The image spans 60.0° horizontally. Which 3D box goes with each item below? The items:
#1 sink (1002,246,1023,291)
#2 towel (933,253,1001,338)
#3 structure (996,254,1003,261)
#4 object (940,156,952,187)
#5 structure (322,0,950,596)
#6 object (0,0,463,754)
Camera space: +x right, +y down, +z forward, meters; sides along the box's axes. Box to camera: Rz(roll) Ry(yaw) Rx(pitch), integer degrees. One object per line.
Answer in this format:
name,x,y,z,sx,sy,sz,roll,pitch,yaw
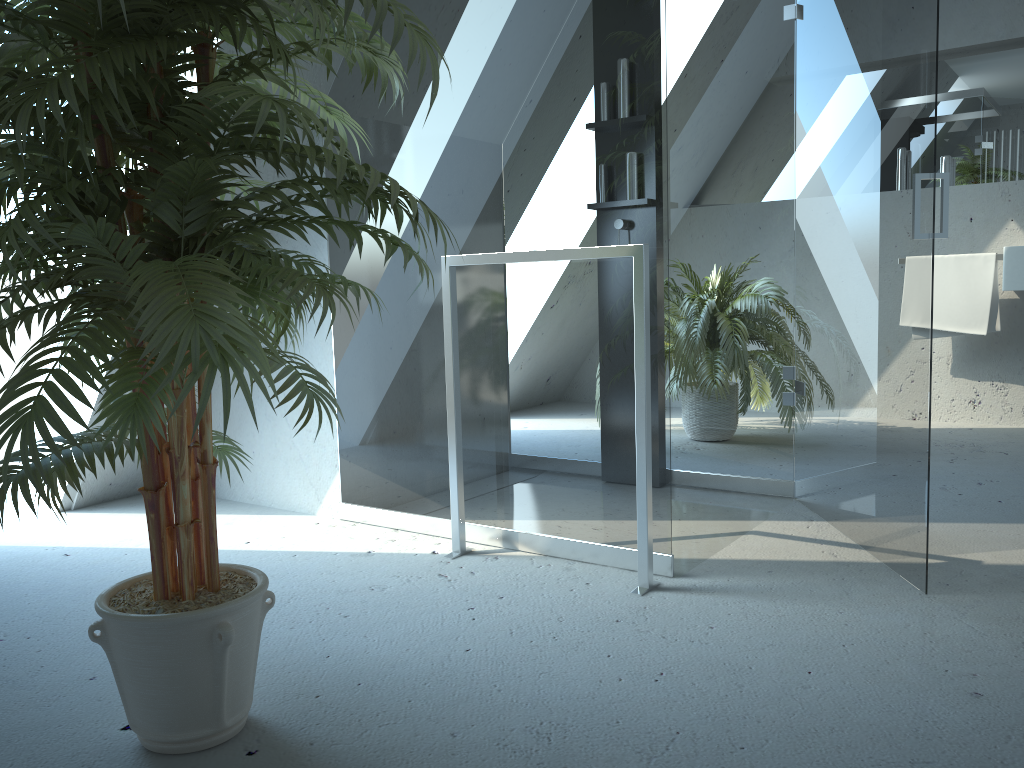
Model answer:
sink,2.726,-0.520,4.061,0.800,0.526,0.429,3,7,35
towel,2.194,-0.433,4.444,0.455,0.429,0.063,3,7,36
structure,2.240,-0.632,4.497,0.480,0.030,0.206,3,7,35
object,2.256,-1.104,4.614,0.052,0.160,0.052,0,6,20
structure,0.376,-0.599,2.734,1.835,2.114,1.184,3,7,35
object,-0.605,-0.399,1.478,1.020,2.034,0.980,-2,6,-6
